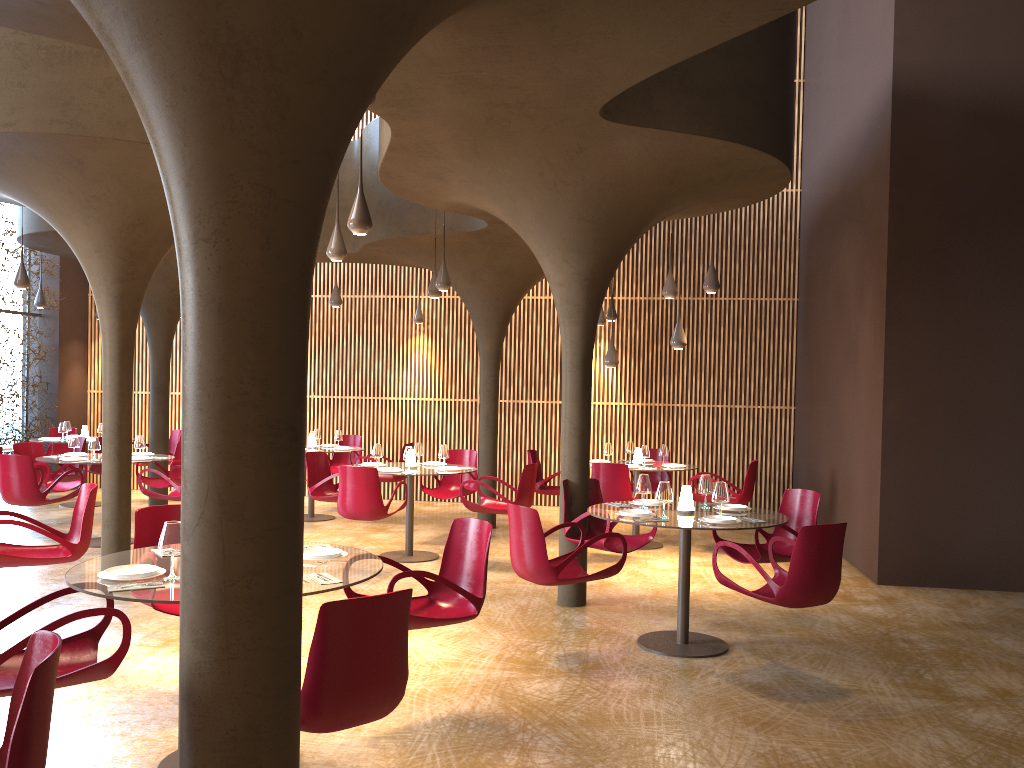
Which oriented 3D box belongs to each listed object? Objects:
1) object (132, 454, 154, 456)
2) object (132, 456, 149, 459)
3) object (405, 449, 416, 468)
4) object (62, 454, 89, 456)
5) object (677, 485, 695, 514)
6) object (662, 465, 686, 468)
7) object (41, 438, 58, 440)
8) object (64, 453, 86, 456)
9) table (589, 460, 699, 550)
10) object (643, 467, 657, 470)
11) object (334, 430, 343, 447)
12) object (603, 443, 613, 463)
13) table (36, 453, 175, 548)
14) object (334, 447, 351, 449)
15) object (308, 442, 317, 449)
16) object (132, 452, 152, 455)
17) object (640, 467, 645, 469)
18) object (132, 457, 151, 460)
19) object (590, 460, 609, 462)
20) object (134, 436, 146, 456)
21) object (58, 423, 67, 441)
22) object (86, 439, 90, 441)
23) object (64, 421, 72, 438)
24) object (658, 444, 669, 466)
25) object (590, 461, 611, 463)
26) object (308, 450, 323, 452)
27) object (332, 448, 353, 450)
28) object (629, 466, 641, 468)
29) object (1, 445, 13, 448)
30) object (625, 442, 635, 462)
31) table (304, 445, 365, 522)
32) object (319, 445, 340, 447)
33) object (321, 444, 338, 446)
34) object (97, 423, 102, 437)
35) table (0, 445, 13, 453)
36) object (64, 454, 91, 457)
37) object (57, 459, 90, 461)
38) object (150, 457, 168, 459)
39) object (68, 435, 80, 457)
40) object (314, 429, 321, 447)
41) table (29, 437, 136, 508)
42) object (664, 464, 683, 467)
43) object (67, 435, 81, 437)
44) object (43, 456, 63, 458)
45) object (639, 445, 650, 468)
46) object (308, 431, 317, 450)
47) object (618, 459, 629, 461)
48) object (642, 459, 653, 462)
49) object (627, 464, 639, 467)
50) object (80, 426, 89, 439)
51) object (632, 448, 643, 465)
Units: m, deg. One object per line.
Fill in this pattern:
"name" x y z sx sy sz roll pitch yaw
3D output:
"object" -5.089 0.970 12.177 0.332 0.014 0.331 1 0 -10
"object" -4.862 0.962 11.532 0.263 0.029 0.263 1 0 32
"object" -1.273 0.940 11.157 0.142 0.232 0.144 1 1 -17
"object" -5.852 0.952 11.874 0.331 0.014 0.332 1 0 35
"object" 1.479 0.977 7.528 0.144 0.232 0.142 1 1 -35
"object" 2.217 1.126 12.136 0.332 0.014 0.332 1 0 -3
"object" -7.754 0.919 14.864 0.263 0.029 0.263 1 0 -4
"object" -5.851 0.943 11.874 0.263 0.029 0.263 1 0 9
"table" 1.744 1.693 12.409 1.671 1.131 1.672 1 0 28
"object" 1.825 1.123 11.752 0.126 0.017 0.262 1 0 29
"object" -2.808 0.895 14.339 0.142 0.295 0.142 0 1 -39
"object" 1.341 0.972 12.376 0.142 0.295 0.142 1 1 -34
"table" -5.358 1.537 11.726 1.671 1.131 1.672 1 0 28
"object" -2.698 1.023 14.137 0.263 0.029 0.263 1 0 -13
"object" -3.204 0.916 14.229 0.142 0.232 0.144 1 1 -7
"object" -5.089 0.961 12.177 0.263 0.029 0.263 1 0 10
"object" 1.566 1.112 11.916 0.410 0.012 0.204 1 0 25
"object" -4.862 0.971 11.533 0.331 0.014 0.332 1 0 39
"object" 1.244 1.098 12.592 0.263 0.029 0.263 1 0 21
"object" -4.935 0.834 11.750 0.142 0.295 0.142 1 1 -17
"object" -7.520 0.797 14.838 0.142 0.295 0.142 1 1 7
"object" -7.004 0.935 14.815 0.263 0.029 0.263 1 0 1
"object" -7.717 0.796 15.372 0.142 0.295 0.142 1 1 9
"object" 2.111 0.988 12.339 0.142 0.295 0.142 1 1 -4
"object" 1.244 1.108 12.592 0.331 0.014 0.332 1 0 37
"object" -3.015 1.030 13.606 0.126 0.017 0.262 1 0 13
"object" -2.698 1.033 14.138 0.331 0.014 0.332 1 0 32
"object" 1.570 1.111 11.915 0.331 0.014 0.332 1 0 36
"object" -7.371 0.916 12.877 0.263 0.029 0.263 1 0 1
"object" 1.708 0.982 12.810 0.142 0.295 0.142 1 1 -9
"table" -3.218 1.597 14.244 1.672 1.131 1.672 1 0 18
"object" -3.033 1.029 14.733 0.332 0.014 0.332 1 0 6
"object" -3.033 1.019 14.733 0.263 0.029 0.263 1 0 19
"object" -6.956 0.810 15.041 0.142 0.295 0.142 1 1 -32
"table" -7.838 1.489 12.616 1.672 1.131 1.671 1 0 -40
"object" -5.850 0.954 11.878 0.204 0.012 0.410 1 0 21
"object" -5.541 0.956 11.201 0.410 0.012 0.204 1 0 19
"object" -4.702 0.984 11.789 0.262 0.017 0.126 1 0 29
"object" -5.759 0.816 11.656 0.142 0.295 0.142 0 1 -44
"object" -3.213 0.887 14.585 0.142 0.295 0.142 1 1 8
"table" -7.345 1.515 15.226 1.672 1.131 1.671 1 0 -40
"object" 2.217 1.116 12.136 0.263 0.029 0.263 1 0 4
"object" -7.690 0.925 15.605 0.263 0.029 0.263 1 0 -38
"object" -5.995 0.955 11.608 0.262 0.017 0.126 1 0 25
"object" 1.795 0.979 11.985 0.142 0.295 0.142 1 1 17
"object" -3.109 0.885 13.821 0.142 0.295 0.142 1 1 1
"object" 1.656 1.126 13.047 0.126 0.017 0.262 1 0 25
"object" 1.921 1.114 12.901 0.263 0.029 0.263 1 0 35
"object" 1.571 1.101 11.915 0.263 0.029 0.263 1 0 13
"object" -7.330 0.834 15.212 0.144 0.232 0.142 1 1 -17
"object" 1.758 1.011 12.395 0.144 0.232 0.142 1 1 4
